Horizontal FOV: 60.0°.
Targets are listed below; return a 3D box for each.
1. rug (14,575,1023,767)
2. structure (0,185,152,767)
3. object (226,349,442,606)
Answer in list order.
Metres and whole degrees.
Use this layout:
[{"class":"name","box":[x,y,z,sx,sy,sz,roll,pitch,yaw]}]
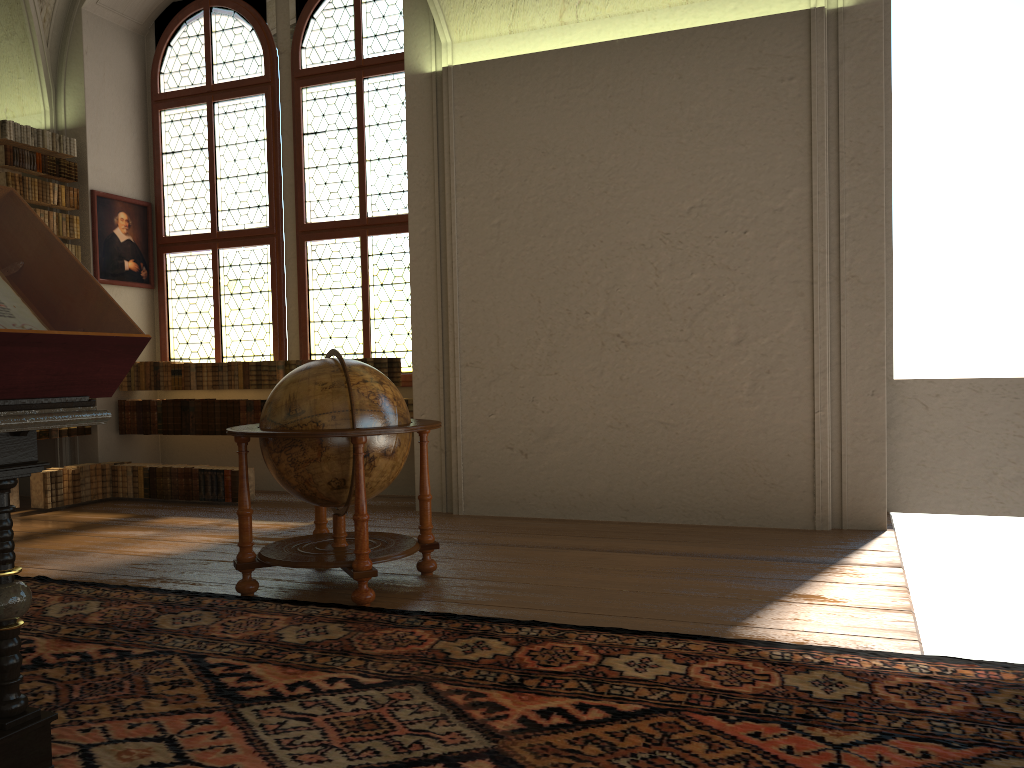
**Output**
[{"class":"rug","box":[-11.521,1.397,6.507,36.906,0.064,4.701,-1,1,21]},{"class":"structure","box":[-2.290,0.315,2.718,1.891,1.982,1.244,-1,2,21]},{"class":"object","box":[-1.065,0.510,5.413,1.278,1.449,1.279,-2,2,-31]}]
